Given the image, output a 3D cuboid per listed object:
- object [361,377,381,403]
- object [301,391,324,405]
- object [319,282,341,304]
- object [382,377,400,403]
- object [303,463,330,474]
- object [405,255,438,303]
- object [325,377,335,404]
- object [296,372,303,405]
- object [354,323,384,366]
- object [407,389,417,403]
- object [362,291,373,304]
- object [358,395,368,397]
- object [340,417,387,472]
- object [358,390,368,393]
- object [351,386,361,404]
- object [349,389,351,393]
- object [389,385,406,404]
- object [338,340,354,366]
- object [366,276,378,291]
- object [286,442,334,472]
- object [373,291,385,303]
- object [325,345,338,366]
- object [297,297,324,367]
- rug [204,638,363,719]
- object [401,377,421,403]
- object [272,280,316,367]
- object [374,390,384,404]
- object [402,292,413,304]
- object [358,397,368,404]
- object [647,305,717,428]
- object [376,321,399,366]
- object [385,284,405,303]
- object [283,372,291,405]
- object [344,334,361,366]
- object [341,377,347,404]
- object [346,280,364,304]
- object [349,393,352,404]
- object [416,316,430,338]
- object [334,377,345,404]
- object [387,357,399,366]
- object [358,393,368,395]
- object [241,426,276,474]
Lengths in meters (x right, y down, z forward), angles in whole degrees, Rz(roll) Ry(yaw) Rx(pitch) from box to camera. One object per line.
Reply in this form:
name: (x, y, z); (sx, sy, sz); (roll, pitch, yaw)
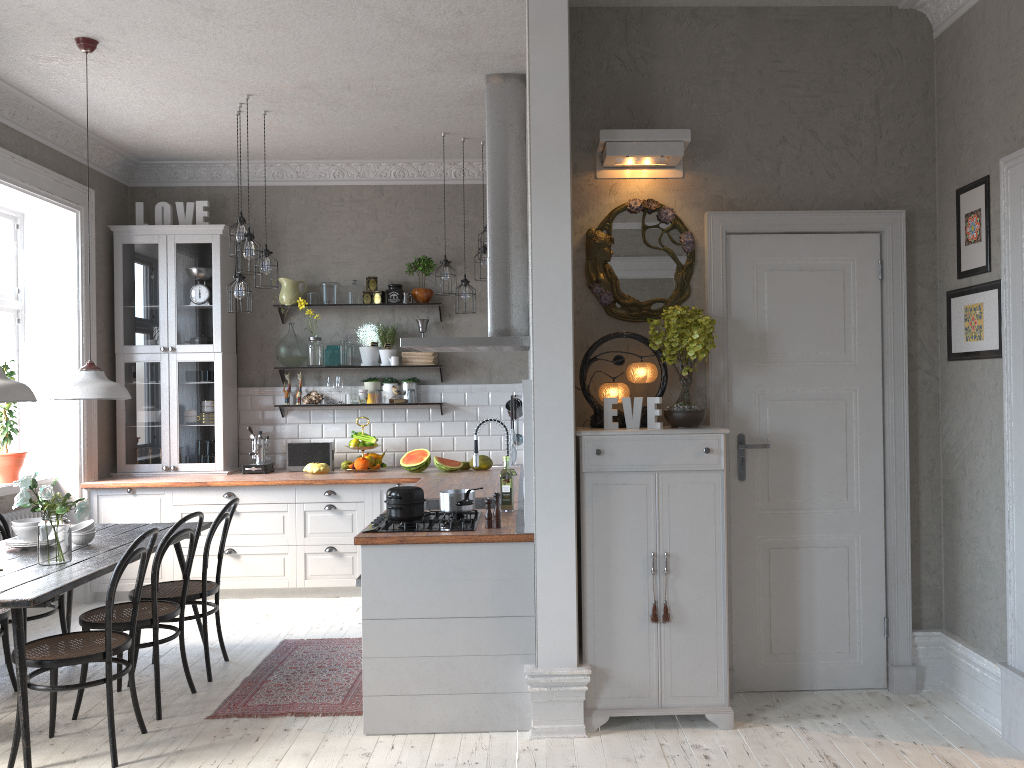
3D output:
object: (-1.132, 0.047, 7.095); (0.159, 0.217, 0.154); (-1, 0, -21)
object: (-1.581, 0.108, 7.021); (0.179, 0.111, 0.095); (-1, 0, -23)
object: (-1.444, -0.711, 7.038); (0.168, 0.184, 0.175); (-1, 0, 39)
object: (-0.976, 0.049, 7.108); (0.170, 0.214, 0.150); (-1, 0, 29)
object: (-1.473, 0.636, 6.689); (0.197, 0.083, 0.189); (-1, 0, 0)
object: (-0.702, -0.828, 7.050); (0.257, 0.397, 0.245); (-1, 0, 24)
object: (-1.445, 0.052, 7.065); (0.083, 0.217, 0.081); (-1, 0, -14)
object: (-1.685, 0.035, 7.044); (0.052, 0.264, 0.063); (-1, 0, 36)
object: (-1.125, -0.318, 7.093); (0.242, 0.354, 0.237); (-1, 0, 17)
object: (-0.793, 0.096, 7.007); (0.078, 0.108, 0.077); (-1, 0, -7)
object: (-1.144, -0.680, 7.039); (0.083, 0.113, 0.083); (-1, 0, 0)
object: (-1.169, 0.113, 6.968); (0.077, 0.051, 0.077); (-1, 0, -8)
object: (-1.155, 0.465, 6.864); (0.356, 0.425, 0.348); (-1, 0, -15)
object: (-1.170, 0.070, 6.968); (0.078, 0.051, 0.076); (-1, 0, -15)
object: (-1.237, 0.088, 7.010); (0.080, 0.139, 0.077); (-1, 0, -28)
object: (-1.266, 0.083, 7.084); (0.077, 0.083, 0.079); (-1, 0, 17)
object: (-0.902, 0.081, 7.022); (0.121, 0.147, 0.099); (-1, 0, -33)
object: (-1.312, -0.241, 6.998); (0.123, 0.206, 0.127); (-1, 0, 22)
object: (-1.112, -0.792, 7.027); (0.084, 0.113, 0.081); (-1, 0, -20)
object: (-1.569, 0.568, 6.889); (0.352, 0.226, 0.088); (-1, 0, -1)
object: (-1.056, -0.681, 7.037); (0.082, 0.113, 0.083); (-1, 0, 10)
object: (-1.434, -0.222, 7.084); (0.126, 0.172, 0.126); (-1, 0, 3)
object: (-1.580, -0.406, 6.938); (0.193, 0.540, 0.279); (-1, 0, -8)
rug: (-1.017, 1.512, 4.653); (0.736, 0.014, 1.288); (-1, 0, 0)
object: (-0.810, 0.048, 7.121); (0.159, 0.213, 0.152); (-1, 0, -3)
object: (-1.755, -0.472, 6.978); (0.340, 0.674, 0.331); (-1, 0, -32)
object: (-1.053, 0.100, 7.026); (0.078, 0.108, 0.077); (-1, 0, -7)
object: (-0.823, -0.676, 6.995); (0.093, 0.096, 0.074); (-1, 0, 0)
object: (-1.169, 0.130, 6.968); (0.077, 0.051, 0.077); (-1, 0, -8)
object: (0.789, -0.081, 4.007); (0.291, 0.553, 0.347); (-1, 0, 34)
object: (-0.993, -0.332, 7.045); (0.188, 0.380, 0.166); (-1, 0, -39)
object: (-0.933, -0.713, 7.090); (0.142, 0.174, 0.142); (-1, 0, 0)
object: (-1.791, 0.036, 7.057); (0.054, 0.264, 0.060); (-1, 0, -29)
object: (-1.287, -0.269, 7.150); (0.131, 0.264, 0.132); (-1, 0, 5)
object: (-1.359, 0.051, 7.063); (0.083, 0.217, 0.081); (-1, 0, -14)
object: (-1.264, -0.730, 7.137); (0.143, 0.220, 0.137); (-1, 0, -41)
object: (-1.266, 0.116, 7.084); (0.077, 0.083, 0.079); (-1, 0, 17)
object: (-0.712, -0.399, 7.077); (0.132, 0.287, 0.129); (-1, 0, -15)
object: (-1.357, 0.050, 6.974); (0.083, 0.217, 0.081); (-1, 0, -14)
object: (-0.925, -0.180, 6.982); (0.104, 0.071, 0.064); (-1, 0, 29)
object: (-1.169, 0.096, 6.968); (0.076, 0.051, 0.078); (-1, 0, 18)
object: (-1.960, 0.501, 6.792); (0.206, 0.370, 0.353); (-1, 0, 0)
